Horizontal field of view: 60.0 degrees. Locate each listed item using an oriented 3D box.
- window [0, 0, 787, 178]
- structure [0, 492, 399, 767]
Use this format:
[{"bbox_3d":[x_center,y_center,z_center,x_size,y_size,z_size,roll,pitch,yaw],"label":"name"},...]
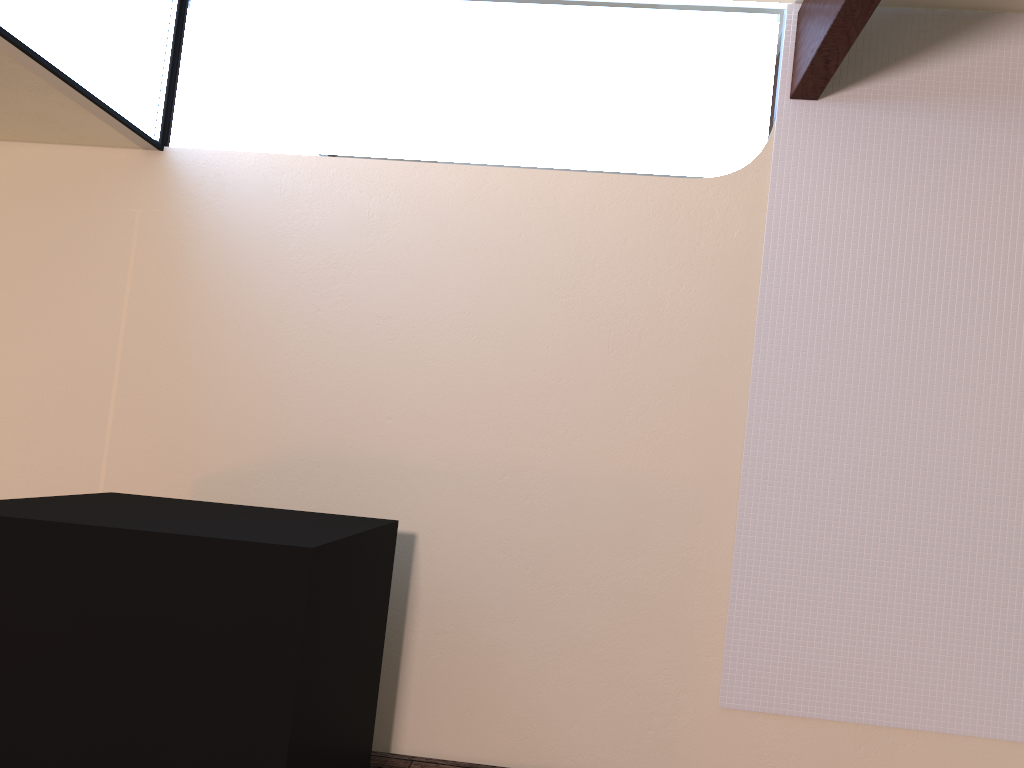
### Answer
[{"bbox_3d":[-0.320,-1.285,1.261,2.106,0.675,3.528,5,-5,5],"label":"window"},{"bbox_3d":[-0.834,0.785,2.170,0.869,0.859,0.803,5,-4,5],"label":"structure"}]
